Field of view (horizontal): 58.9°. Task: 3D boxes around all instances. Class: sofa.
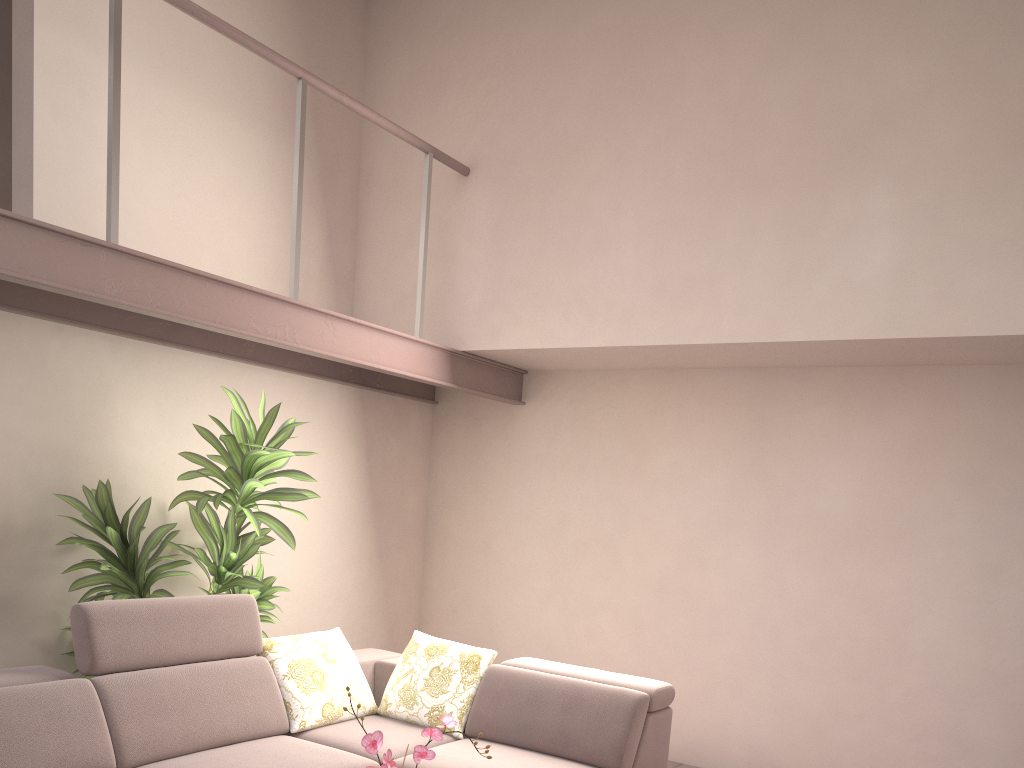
[{"bbox_3d":[-0.740,1.292,3.034,2.113,0.956,3.207,1,-7,33],"label":"sofa"}]

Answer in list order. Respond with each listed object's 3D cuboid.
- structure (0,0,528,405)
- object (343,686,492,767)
[{"bbox_3d":[-0.967,0.006,2.098,3.694,3.258,7.314,4,-5,33],"label":"structure"},{"bbox_3d":[-0.283,1.055,2.272,0.361,0.608,0.299,6,5,27],"label":"object"}]
